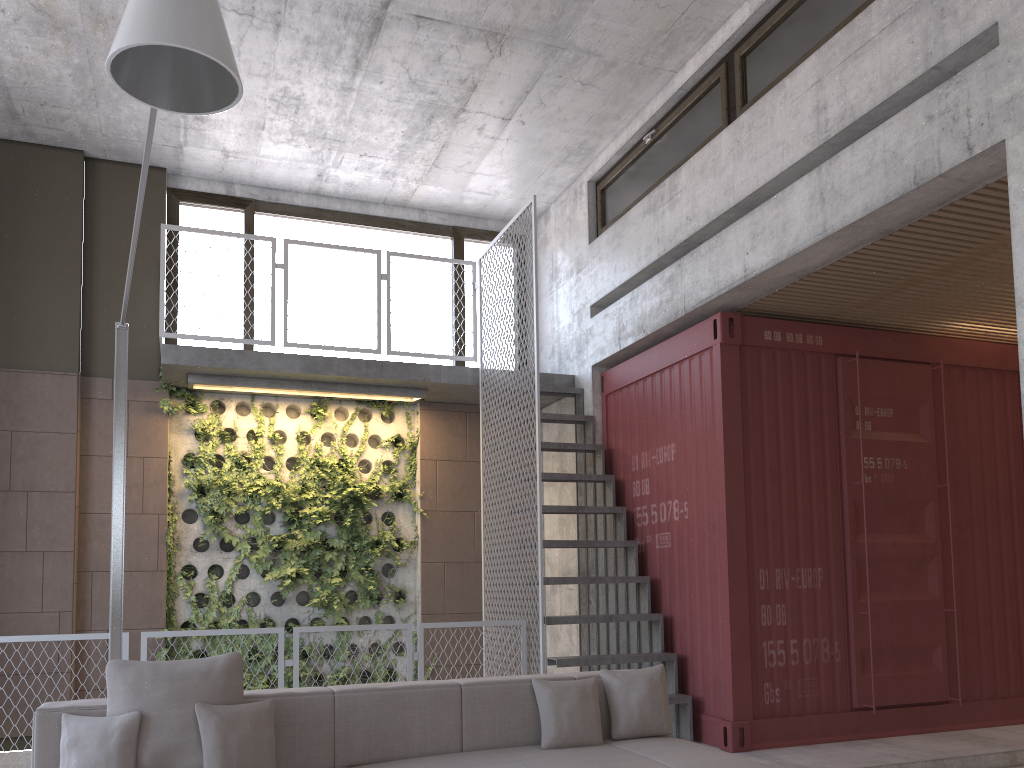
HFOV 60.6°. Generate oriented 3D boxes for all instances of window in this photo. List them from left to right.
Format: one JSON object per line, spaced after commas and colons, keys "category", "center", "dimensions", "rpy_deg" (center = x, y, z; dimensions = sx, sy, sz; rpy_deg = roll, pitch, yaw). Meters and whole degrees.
{"category": "window", "center": [-1.528, -0.829, 8.722], "dimensions": [3.573, 1.722, 0.111], "rpy_deg": [3, -6, -21]}
{"category": "window", "center": [2.259, -2.495, 4.205], "dimensions": [0.113, 0.595, 8.608], "rpy_deg": [1, -13, -20]}

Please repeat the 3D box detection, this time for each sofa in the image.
{"category": "sofa", "center": [-0.184, 1.574, 3.058], "dimensions": [3.003, 0.771, 3.072], "rpy_deg": [4, -13, -20]}

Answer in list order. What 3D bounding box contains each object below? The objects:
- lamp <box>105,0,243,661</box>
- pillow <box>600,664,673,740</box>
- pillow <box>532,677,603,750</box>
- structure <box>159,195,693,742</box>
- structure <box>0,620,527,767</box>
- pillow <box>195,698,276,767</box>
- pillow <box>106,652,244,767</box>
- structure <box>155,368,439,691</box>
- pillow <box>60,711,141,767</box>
{"category": "lamp", "center": [-1.611, 0.489, 3.940], "dimensions": [0.758, 3.367, 2.666], "rpy_deg": [2, -8, -33]}
{"category": "pillow", "center": [0.653, 1.650, 4.562], "dimensions": [0.362, 0.360, 0.190], "rpy_deg": [2, -7, -16]}
{"category": "pillow", "center": [0.292, 1.656, 4.401], "dimensions": [0.371, 0.353, 0.189], "rpy_deg": [3, -7, -21]}
{"category": "structure", "center": [-0.972, 0.861, 7.281], "dimensions": [3.689, 4.243, 3.087], "rpy_deg": [2, -8, -21]}
{"category": "structure", "center": [-2.297, 2.318, 6.740], "dimensions": [4.436, 0.918, 1.965], "rpy_deg": [4, -12, -20]}
{"category": "pillow", "center": [-1.159, 1.531, 3.728], "dimensions": [0.171, 0.366, 0.380], "rpy_deg": [-6, -10, 42]}
{"category": "pillow", "center": [-1.439, 1.436, 3.742], "dimensions": [0.564, 0.548, 0.224], "rpy_deg": [2, -6, -19]}
{"category": "structure", "center": [-1.908, 1.628, 8.072], "dimensions": [2.631, 3.759, 1.018], "rpy_deg": [2, -6, -21]}
{"category": "pillow", "center": [-1.702, 1.535, 3.599], "dimensions": [0.369, 0.371, 0.153], "rpy_deg": [-3, -6, 12]}
